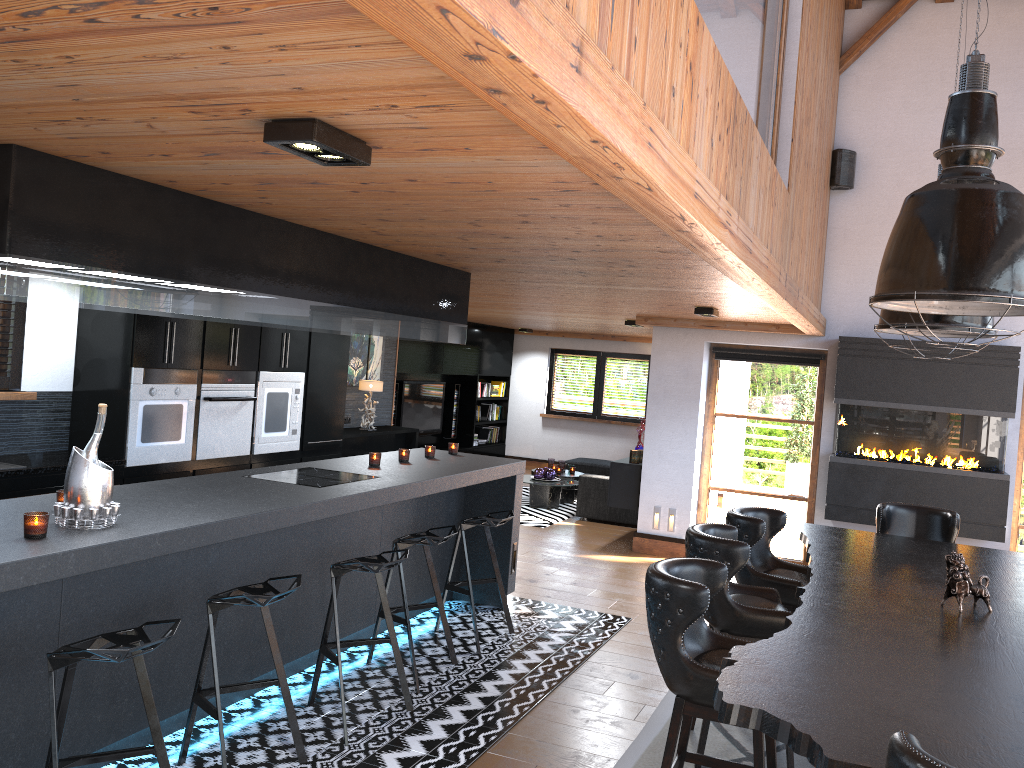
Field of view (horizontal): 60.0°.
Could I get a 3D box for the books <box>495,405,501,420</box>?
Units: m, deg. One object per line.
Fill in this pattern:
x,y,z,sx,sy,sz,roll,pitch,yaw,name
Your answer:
-0.326,0.488,15.133,0.187,0.238,0.292,5,1,21,books

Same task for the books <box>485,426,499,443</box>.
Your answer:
-0.360,0.862,15.162,0.211,0.261,0.254,5,1,22,books

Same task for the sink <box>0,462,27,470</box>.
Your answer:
-3.266,0.343,4.891,0.459,0.420,0.970,5,1,23,sink

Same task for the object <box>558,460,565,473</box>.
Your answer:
0.668,1.116,11.968,0.095,0.167,0.094,4,1,-7,object

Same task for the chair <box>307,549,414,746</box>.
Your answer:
-0.800,1.241,4.423,0.465,0.839,0.544,5,1,28,chair

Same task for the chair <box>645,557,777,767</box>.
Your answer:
0.755,1.263,3.385,0.564,1.092,0.508,5,1,21,chair

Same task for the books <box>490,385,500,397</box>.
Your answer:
-0.364,0.112,14.917,0.258,0.197,0.298,5,1,25,books

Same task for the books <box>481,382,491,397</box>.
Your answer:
-0.505,0.093,14.663,0.181,0.232,0.286,5,1,26,books

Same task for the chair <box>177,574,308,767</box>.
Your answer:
-1.173,1.230,3.721,0.466,0.839,0.543,5,1,19,chair

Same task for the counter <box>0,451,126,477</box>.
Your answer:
-3.320,0.492,4.821,0.527,0.040,2.588,5,2,23,counter

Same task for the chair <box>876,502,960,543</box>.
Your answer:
2.563,1.344,5.681,0.500,1.092,0.573,5,1,21,chair

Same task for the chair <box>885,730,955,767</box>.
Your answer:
1.036,1.323,1.918,0.500,1.092,0.573,5,1,21,chair

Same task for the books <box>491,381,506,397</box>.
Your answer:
-0.238,0.086,15.150,0.211,0.261,0.212,5,1,22,books

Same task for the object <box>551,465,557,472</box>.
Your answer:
0.570,1.150,12.018,0.078,0.081,0.080,5,1,37,object

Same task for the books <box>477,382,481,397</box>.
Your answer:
-0.633,0.076,14.201,0.206,0.270,0.242,5,1,22,books

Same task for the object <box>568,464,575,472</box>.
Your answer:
0.807,1.158,12.140,0.093,0.099,0.092,4,1,-31,object

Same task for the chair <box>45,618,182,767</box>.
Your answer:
-1.429,1.229,3.002,0.465,0.839,0.543,5,1,22,chair

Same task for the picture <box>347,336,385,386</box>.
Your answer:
-1.603,-0.275,9.370,0.010,0.594,0.933,5,1,23,picture

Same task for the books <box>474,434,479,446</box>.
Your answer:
-0.707,0.896,14.298,0.256,0.188,0.305,5,1,29,books

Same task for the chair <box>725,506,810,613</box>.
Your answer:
1.467,1.285,5.036,0.562,1.092,0.509,5,1,31,chair

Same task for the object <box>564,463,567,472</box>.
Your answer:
0.693,1.139,12.084,0.113,0.122,0.113,4,1,-2,object

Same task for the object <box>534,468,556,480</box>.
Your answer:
0.425,1.148,11.346,0.284,0.142,0.264,5,1,6,object

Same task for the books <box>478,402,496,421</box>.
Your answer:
-0.439,0.455,14.826,0.220,0.296,0.348,5,1,23,books

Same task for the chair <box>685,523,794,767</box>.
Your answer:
1.087,1.265,4.298,0.567,1.092,0.505,5,1,6,chair

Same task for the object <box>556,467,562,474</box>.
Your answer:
0.628,1.159,11.843,0.078,0.081,0.080,5,1,37,object

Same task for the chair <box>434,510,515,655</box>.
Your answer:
-0.267,1.246,5.826,0.465,0.839,0.543,5,1,23,chair

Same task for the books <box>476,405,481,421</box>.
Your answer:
-0.623,0.464,14.425,0.208,0.270,0.238,5,1,22,books

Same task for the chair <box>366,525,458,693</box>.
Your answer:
-0.596,1.239,5.116,0.466,0.839,0.543,5,1,19,chair

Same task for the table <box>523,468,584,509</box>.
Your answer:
0.535,1.384,11.623,0.889,0.371,1.537,5,2,23,table

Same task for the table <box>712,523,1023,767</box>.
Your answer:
1.786,1.424,3.782,1.418,0.949,3.828,5,2,23,table

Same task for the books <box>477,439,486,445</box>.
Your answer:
-0.579,0.954,14.633,0.208,0.073,0.268,5,2,26,books

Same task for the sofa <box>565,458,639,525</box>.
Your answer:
1.380,1.229,12.055,2.072,0.818,3.115,5,2,23,sofa

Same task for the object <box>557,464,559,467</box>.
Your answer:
0.663,1.153,12.202,0.078,0.081,0.080,5,1,37,object

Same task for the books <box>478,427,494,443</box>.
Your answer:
-0.442,0.864,14.968,0.205,0.255,0.246,5,1,21,books

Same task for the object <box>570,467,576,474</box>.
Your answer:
0.819,1.170,11.996,0.078,0.081,0.080,5,1,37,object

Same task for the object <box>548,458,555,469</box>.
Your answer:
0.533,1.102,12.112,0.095,0.167,0.094,4,1,-7,object
